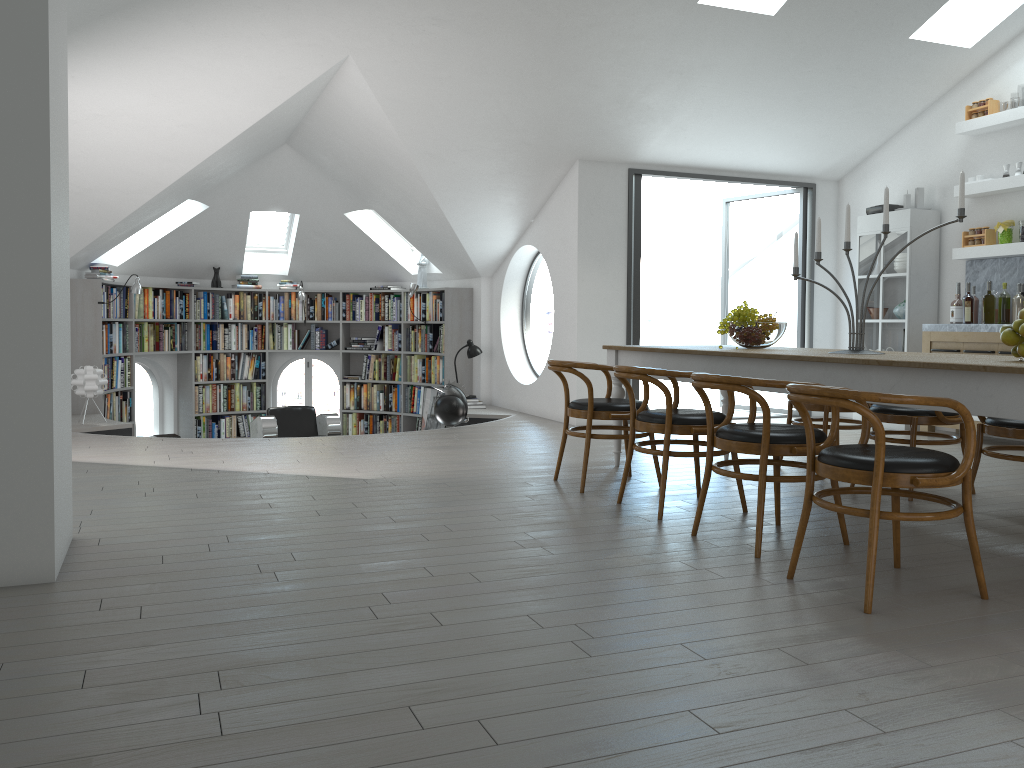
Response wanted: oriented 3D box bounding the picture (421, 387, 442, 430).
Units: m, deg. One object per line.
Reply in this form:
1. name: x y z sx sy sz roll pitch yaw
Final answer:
1. picture: -0.941 0.483 10.545 0.090 0.862 0.579 -1 3 -32

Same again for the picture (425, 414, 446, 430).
1. picture: -0.917 0.654 10.369 0.107 0.555 0.490 -1 3 -31

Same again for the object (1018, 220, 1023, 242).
1. object: 4.134 -1.225 7.117 0.120 0.182 0.120 0 3 -7

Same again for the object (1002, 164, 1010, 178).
1. object: 4.063 -1.744 7.284 0.064 0.124 0.068 -1 3 -28

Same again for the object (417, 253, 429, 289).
1. object: -1.112 -1.405 10.982 0.179 0.472 0.179 0 2 -13

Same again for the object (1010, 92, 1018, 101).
1. object: 4.120 -2.301 7.274 0.048 0.169 0.048 0 2 -14

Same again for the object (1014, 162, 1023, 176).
1. object: 4.104 -1.736 7.181 0.064 0.124 0.068 -1 3 -28

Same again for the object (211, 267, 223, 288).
1. object: -3.679 -1.325 11.070 0.147 0.264 0.202 -1 3 -25

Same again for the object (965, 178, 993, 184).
1. object: 3.973 -1.708 7.522 0.113 0.025 0.295 -1 4 -22

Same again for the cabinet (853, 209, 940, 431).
1. cabinet: 3.582 -0.593 8.288 0.361 1.987 0.642 0 2 -22

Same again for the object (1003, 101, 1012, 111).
1. object: 4.062 -2.258 7.244 0.077 0.085 0.077 1 3 11

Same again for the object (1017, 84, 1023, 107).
1. object: 4.076 -2.298 7.088 0.063 0.187 0.063 2 3 36

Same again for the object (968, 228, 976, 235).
1. object: 3.953 -1.302 7.613 0.058 0.075 0.059 0 3 1

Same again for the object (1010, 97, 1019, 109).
1. object: 4.064 -2.259 7.161 0.071 0.098 0.071 2 3 32

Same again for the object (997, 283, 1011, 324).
1. object: 3.987 -0.650 7.179 0.092 0.339 0.092 0 2 -4

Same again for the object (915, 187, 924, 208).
1. object: 3.711 -1.680 8.079 0.072 0.211 0.071 0 2 2

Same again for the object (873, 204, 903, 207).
1. object: 3.539 -1.617 8.372 0.238 0.119 0.238 -1 4 -22

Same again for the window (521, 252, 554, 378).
1. window: 0.428 -0.741 9.441 0.104 1.468 1.472 0 3 -22

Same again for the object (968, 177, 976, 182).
1. object: 3.947 -1.735 7.591 0.057 0.061 0.058 -1 3 -22

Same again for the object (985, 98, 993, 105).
1. object: 4.011 -2.366 7.449 0.058 0.075 0.059 0 3 1

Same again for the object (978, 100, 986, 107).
1. object: 3.986 -2.370 7.511 0.058 0.075 0.059 0 3 1

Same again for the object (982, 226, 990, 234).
1. object: 4.003 -1.293 7.488 0.058 0.075 0.059 0 3 1

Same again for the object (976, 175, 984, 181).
1. object: 3.973 -1.736 7.521 0.054 0.071 0.054 -1 3 -23

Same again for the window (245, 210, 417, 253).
1. window: -2.850 -1.991 10.594 4.055 0.712 1.935 -1 4 -22

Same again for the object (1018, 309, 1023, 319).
1. object: 2.057 -0.270 3.532 0.072 0.074 0.072 -1 3 -22

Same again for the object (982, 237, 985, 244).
1. object: 4.002 -1.207 7.491 0.058 0.075 0.059 0 3 1

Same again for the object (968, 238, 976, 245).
1. object: 3.952 -1.216 7.616 0.058 0.075 0.059 0 3 1

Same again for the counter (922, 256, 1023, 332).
1. counter: 5.194 -0.560 4.739 0.961 0.619 6.584 -1 4 -22

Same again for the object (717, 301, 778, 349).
1. object: 1.417 -0.351 5.267 0.292 0.284 0.394 2 4 32

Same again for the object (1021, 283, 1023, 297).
1. object: 4.106 -0.643 7.134 0.085 0.330 0.085 0 2 -13

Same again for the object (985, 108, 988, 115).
1. object: 4.010 -2.280 7.452 0.058 0.075 0.059 0 3 1

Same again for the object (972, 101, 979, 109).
1. object: 3.961 -2.374 7.574 0.058 0.075 0.059 0 3 1

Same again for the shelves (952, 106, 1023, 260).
1. shelves: 5.218 -1.398 5.264 0.480 1.360 5.556 -1 4 -27

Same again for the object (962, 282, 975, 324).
1. object: 3.792 -0.665 7.368 0.093 0.359 0.092 1 2 12

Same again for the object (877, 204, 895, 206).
1. object: 3.539 -1.626 8.372 0.170 0.119 0.170 -1 3 -22

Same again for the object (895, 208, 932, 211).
1. object: 3.658 -1.584 8.086 0.295 0.025 0.151 1 4 2

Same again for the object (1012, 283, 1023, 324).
1. object: 4.022 -0.635 7.039 0.085 0.330 0.085 0 2 -13

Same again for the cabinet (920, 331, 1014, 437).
1. cabinet: 5.140 0.255 4.829 1.004 1.020 6.437 -1 4 -22

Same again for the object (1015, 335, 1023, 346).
1. object: 2.067 -0.171 3.593 0.060 0.056 0.059 -1 3 -27

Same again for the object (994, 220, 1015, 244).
1. object: 4.058 -1.245 7.301 0.128 0.199 0.163 -1 3 -27

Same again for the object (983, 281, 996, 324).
1. object: 3.868 -0.656 7.186 0.092 0.358 0.092 1 2 22

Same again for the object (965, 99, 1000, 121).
1. object: 3.985 -2.308 7.512 0.120 0.146 0.237 -1 4 -22

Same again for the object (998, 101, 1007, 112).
1. object: 4.060 -2.273 7.330 0.082 0.105 0.082 2 3 36

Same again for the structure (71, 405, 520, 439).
1. structure: -2.356 0.632 9.405 4.710 0.692 4.714 2 4 23

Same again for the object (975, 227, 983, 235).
1. object: 3.978 -1.298 7.551 0.058 0.075 0.059 0 3 1

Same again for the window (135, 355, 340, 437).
1. window: -3.659 0.154 11.273 3.232 1.149 0.617 -2 4 -36

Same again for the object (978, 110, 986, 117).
1. object: 3.985 -2.284 7.515 0.058 0.075 0.059 0 3 1

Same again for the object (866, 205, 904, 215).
1. object: 3.539 -1.607 8.372 0.299 0.119 0.299 -1 4 -22

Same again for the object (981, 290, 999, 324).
1. object: 3.993 -0.638 7.349 0.184 0.286 0.184 1 3 2

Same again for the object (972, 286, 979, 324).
1. object: 3.917 -0.668 7.527 0.085 0.330 0.085 0 2 -13

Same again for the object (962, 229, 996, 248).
1. object: 3.977 -1.235 7.551 0.120 0.146 0.237 -1 4 -22

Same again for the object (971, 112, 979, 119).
1. object: 3.960 -2.288 7.577 0.058 0.075 0.059 0 3 1

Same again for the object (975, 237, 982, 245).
1. object: 3.977 -1.211 7.554 0.058 0.075 0.059 0 3 1

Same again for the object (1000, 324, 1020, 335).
1. object: 2.013 -0.209 3.584 0.071 0.064 0.072 -1 3 -28

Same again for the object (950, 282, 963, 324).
1. object: 3.805 -0.687 7.565 0.085 0.359 0.088 0 2 0

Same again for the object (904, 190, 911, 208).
1. object: 3.604 -1.674 8.085 0.054 0.196 0.054 1 2 3

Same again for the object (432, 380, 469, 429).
1. object: -0.608 0.235 8.761 0.321 0.562 0.320 3 3 41
